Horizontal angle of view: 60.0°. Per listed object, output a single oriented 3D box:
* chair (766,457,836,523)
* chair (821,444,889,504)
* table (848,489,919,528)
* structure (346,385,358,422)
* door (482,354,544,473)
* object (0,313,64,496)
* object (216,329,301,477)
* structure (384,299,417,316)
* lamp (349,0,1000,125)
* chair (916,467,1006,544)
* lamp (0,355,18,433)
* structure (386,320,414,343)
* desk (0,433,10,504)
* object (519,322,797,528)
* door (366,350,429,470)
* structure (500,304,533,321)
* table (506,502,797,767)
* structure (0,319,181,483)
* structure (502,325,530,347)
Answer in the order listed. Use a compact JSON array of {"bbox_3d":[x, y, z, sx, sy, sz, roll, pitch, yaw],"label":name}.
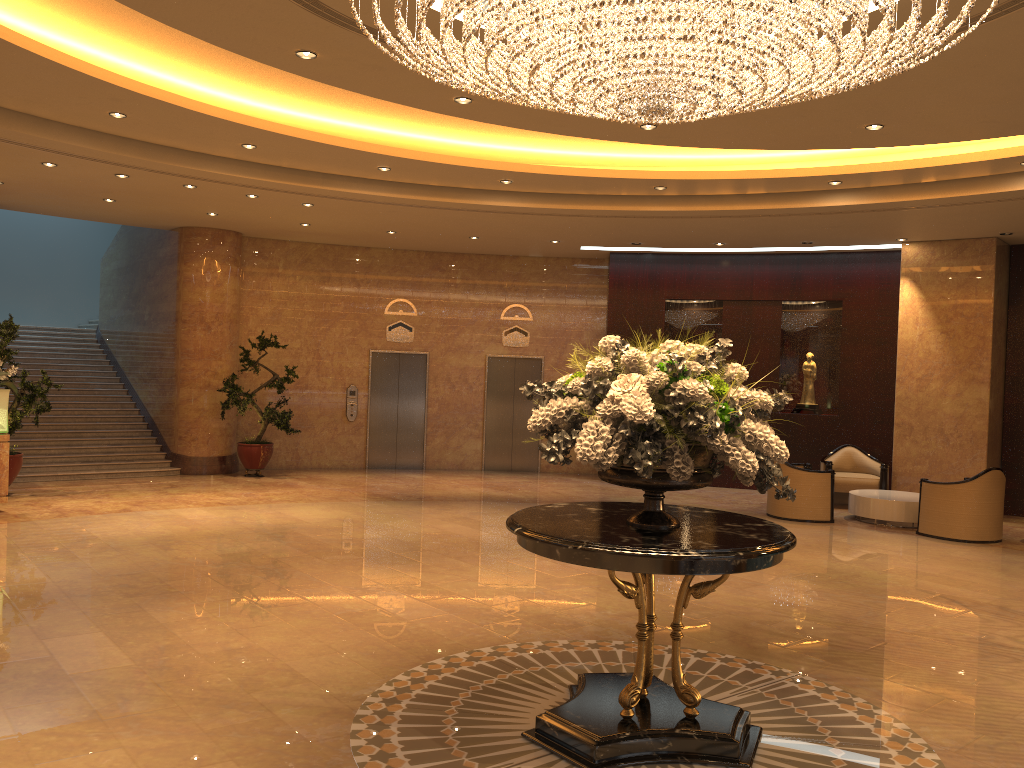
[{"bbox_3d":[3.892,1.364,12.130,0.769,0.916,0.951,2,1,-3],"label":"chair"},{"bbox_3d":[5.099,1.391,13.291,0.951,0.916,0.769,2,1,12],"label":"chair"},{"bbox_3d":[5.217,1.693,12.064,1.196,0.354,1.196,2,1,-12],"label":"table"},{"bbox_3d":[-2.856,0.344,15.830,0.200,0.661,0.053,2,1,-17],"label":"structure"},{"bbox_3d":[0.018,0.547,16.411,1.070,2.149,0.150,2,1,-2],"label":"door"},{"bbox_3d":[-6.632,0.265,11.688,1.250,2.363,0.843,3,1,32],"label":"object"},{"bbox_3d":[-4.067,0.320,14.267,1.250,2.363,0.843,2,1,-17],"label":"object"},{"bbox_3d":[-2.004,-1.397,16.040,0.600,0.293,0.010,2,1,-14],"label":"structure"},{"bbox_3d":[0.776,-2.020,4.656,3.204,1.196,3.206,2,1,-1],"label":"lamp"},{"bbox_3d":[5.618,1.444,10.948,0.951,0.916,0.769,2,1,-23],"label":"chair"},{"bbox_3d":[-6.092,0.108,10.344,0.532,0.897,0.606,3,1,31],"label":"lamp"},{"bbox_3d":[-2.021,-0.951,16.048,0.504,0.405,0.012,2,1,-14],"label":"structure"},{"bbox_3d":[-7.210,0.954,4.568,3.466,1.155,12.951,2,1,-4],"label":"desk"},{"bbox_3d":[0.720,0.227,4.612,1.318,0.999,1.277,2,1,-8],"label":"object"},{"bbox_3d":[-2.084,0.473,16.109,1.070,2.145,0.150,2,1,-13],"label":"door"},{"bbox_3d":[0.089,-1.326,16.331,0.600,0.293,0.010,2,1,-3],"label":"structure"},{"bbox_3d":[0.694,1.269,4.662,1.493,1.089,1.493,1,1,-45],"label":"table"},{"bbox_3d":[-8.350,-1.464,16.025,9.849,5.560,7.472,1,1,-38],"label":"structure"},{"bbox_3d":[0.074,-0.879,16.339,0.504,0.405,0.012,2,1,-3],"label":"structure"}]
